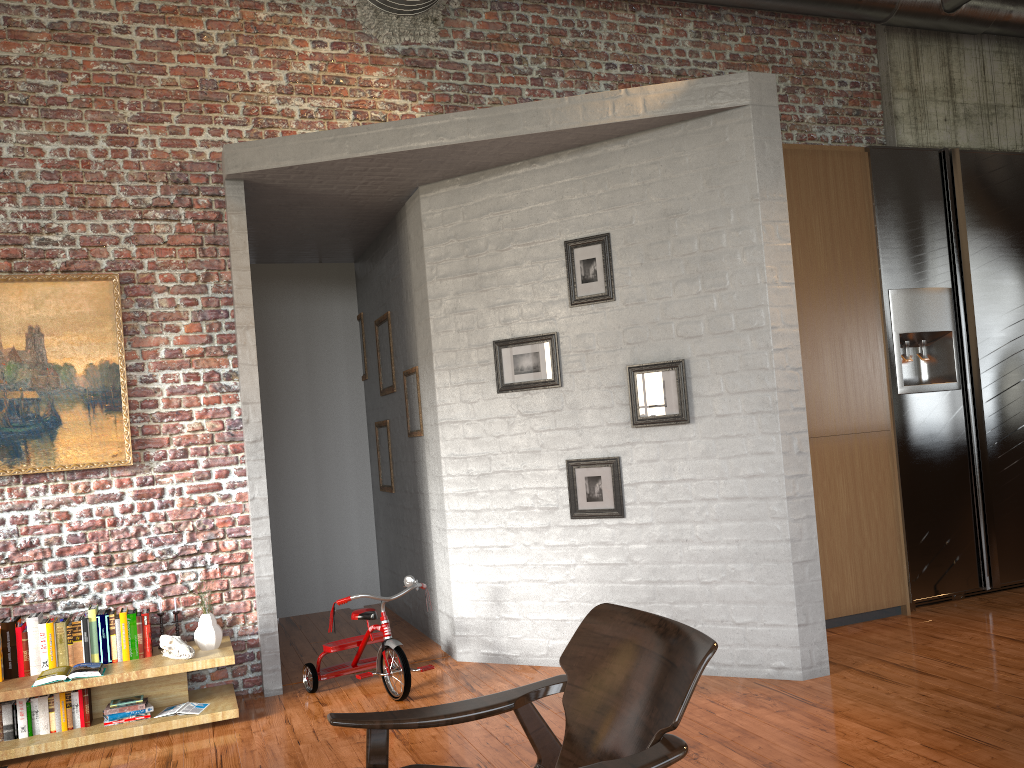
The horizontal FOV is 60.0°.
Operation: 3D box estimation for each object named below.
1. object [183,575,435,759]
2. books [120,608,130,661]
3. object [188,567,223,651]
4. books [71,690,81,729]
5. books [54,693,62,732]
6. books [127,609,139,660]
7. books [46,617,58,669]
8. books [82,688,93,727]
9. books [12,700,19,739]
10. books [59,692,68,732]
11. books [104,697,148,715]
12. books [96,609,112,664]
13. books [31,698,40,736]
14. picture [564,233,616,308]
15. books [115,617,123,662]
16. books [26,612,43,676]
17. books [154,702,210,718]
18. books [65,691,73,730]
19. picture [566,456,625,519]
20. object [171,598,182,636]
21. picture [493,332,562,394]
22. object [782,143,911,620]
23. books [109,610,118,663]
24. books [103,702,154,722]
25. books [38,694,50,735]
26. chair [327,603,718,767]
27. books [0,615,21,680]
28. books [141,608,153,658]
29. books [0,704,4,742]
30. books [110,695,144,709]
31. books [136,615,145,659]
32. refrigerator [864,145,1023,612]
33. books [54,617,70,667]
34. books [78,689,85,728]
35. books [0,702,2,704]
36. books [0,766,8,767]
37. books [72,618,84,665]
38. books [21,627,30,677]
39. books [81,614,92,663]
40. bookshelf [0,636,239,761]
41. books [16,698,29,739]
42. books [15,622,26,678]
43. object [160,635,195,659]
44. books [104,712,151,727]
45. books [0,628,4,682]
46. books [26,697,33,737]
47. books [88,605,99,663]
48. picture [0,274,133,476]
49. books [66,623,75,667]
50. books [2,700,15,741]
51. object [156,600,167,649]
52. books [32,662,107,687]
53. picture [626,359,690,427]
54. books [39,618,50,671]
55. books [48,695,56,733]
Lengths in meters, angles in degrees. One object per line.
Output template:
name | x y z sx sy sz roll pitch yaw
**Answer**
object | 5.409 0.787 3.097 20.815 0.657 8.785 -4 -3 -21
books | -2.053 1.327 4.709 0.034 0.253 0.183 -4 -2 -21
object | -1.638 1.199 4.757 0.197 0.445 0.234 -4 -2 -33
books | -2.201 1.636 4.487 0.034 0.181 0.132 -4 -2 -21
books | -2.273 1.635 4.454 0.026 0.191 0.138 -4 -2 -21
books | -2.016 1.331 4.723 0.045 0.240 0.175 -4 -2 -21
books | -2.368 1.346 4.578 0.034 0.253 0.183 -4 -2 -21
books | -2.153 1.627 4.496 0.026 0.191 0.138 -4 -2 -21
books | -2.448 1.657 4.388 0.020 0.168 0.122 -4 -2 -21
books | -2.249 1.633 4.460 0.026 0.191 0.138 -4 -2 -21
books | -1.965 1.643 4.522 0.192 0.024 0.132 -4 -3 -16
books | -2.143 1.329 4.670 0.060 0.259 0.180 -4 -2 -21
books | -2.372 1.647 4.433 0.034 0.181 0.132 -4 -2 -21
picture | 0.434 -0.638 4.985 0.278 0.381 0.015 -6 -2 28
books | -2.076 1.343 4.691 0.027 0.223 0.161 -4 -2 -21
books | -2.443 1.332 4.556 0.053 0.290 0.176 -4 -2 -21
books | -1.703 1.678 4.580 0.230 0.023 0.169 -5 -3 0
books | -2.226 1.632 4.472 0.026 0.191 0.138 -4 -2 -21
picture | 0.464 0.588 4.992 0.330 0.340 0.015 -6 -2 29
object | -1.845 1.310 4.879 0.057 0.272 0.057 -6 -2 29
picture | 0.083 -0.121 5.177 0.427 0.316 0.015 -6 -2 29
object | 1.850 0.034 5.943 0.910 3.042 0.861 -4 -2 -21
books | -2.101 1.331 4.681 0.026 0.250 0.160 -4 -2 -21
books | -1.959 1.667 4.520 0.214 0.025 0.149 -3 -4 -36
books | -2.331 1.641 4.431 0.043 0.185 0.129 -4 -2 -21
chair | 0.018 1.114 2.438 1.042 0.792 0.876 -4 -2 -20
books | -2.549 1.343 4.525 0.066 0.284 0.198 -4 -2 -21
books | -1.953 1.332 4.747 0.037 0.231 0.168 -4 -2 -21
books | -2.512 1.655 4.367 0.028 0.181 0.120 -4 -2 -21
books | -1.963 1.622 4.522 0.154 0.019 0.108 -4 -3 -21
books | -1.978 1.337 4.725 0.026 0.223 0.161 -4 -2 -21
refrigerator | 2.943 -0.021 6.480 1.516 3.048 1.213 -4 -2 -21
books | -2.327 1.347 4.597 0.057 0.246 0.171 -4 -2 -21
books | -2.174 1.630 4.490 0.019 0.189 0.121 -4 -2 -21
books | -2.513 1.655 4.369 0.026 0.176 0.119 -4 -2 -21
books | -2.417 1.750 3.886 0.311 0.014 0.251 -4 -3 -14
books | -2.257 1.346 4.630 0.045 0.240 0.175 -4 -2 -21
books | -2.474 1.367 4.533 0.026 0.223 0.161 -4 -2 -21
books | -2.217 1.336 4.633 0.034 0.253 0.183 -4 -2 -21
bookshelf | -3.296 1.703 4.117 3.841 0.358 0.549 -4 -3 -21
books | -2.422 1.630 4.402 0.040 0.219 0.133 -4 -2 -21
books | -2.500 1.356 4.527 0.026 0.250 0.160 -4 -2 -21
object | -1.735 1.366 4.596 0.252 0.123 0.123 -6 -3 25
books | -1.957 1.693 4.519 0.214 0.026 0.149 -4 -3 -21
books | -2.578 1.353 4.463 0.034 0.253 0.183 -4 -2 -21
books | -2.392 1.654 4.411 0.020 0.168 0.122 -4 -2 -21
books | -2.189 1.317 4.654 0.036 0.290 0.176 -4 -2 -21
picture | -2.641 -0.049 4.736 1.064 1.063 0.040 -4 -1 -21
books | -2.286 1.356 4.610 0.027 0.223 0.161 -4 -2 -21
books | -2.479 1.650 4.377 0.043 0.185 0.129 -4 -2 -21
object | -1.923 1.316 4.864 0.057 0.272 0.057 -6 -2 29
books | -2.183 1.427 4.377 0.316 0.040 0.214 -4 -3 -21
picture | 0.785 0.053 4.785 0.330 0.340 0.015 -6 -2 29
books | -2.401 1.348 4.570 0.034 0.253 0.183 -4 -2 -21
books | -2.298 1.645 4.447 0.028 0.174 0.127 -4 -2 -21
